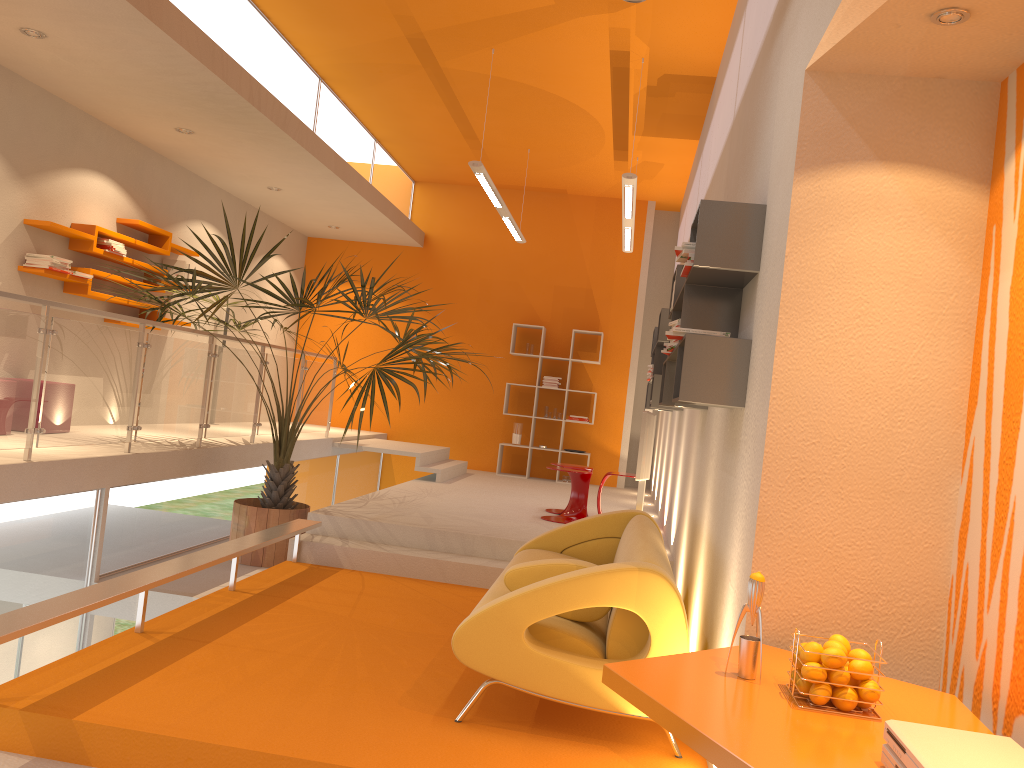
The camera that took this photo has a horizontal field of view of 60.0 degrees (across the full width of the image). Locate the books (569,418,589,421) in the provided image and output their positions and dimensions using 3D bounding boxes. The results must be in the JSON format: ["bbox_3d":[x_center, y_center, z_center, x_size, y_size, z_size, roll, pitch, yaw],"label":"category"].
[{"bbox_3d":[0.877,0.461,11.575,0.254,0.015,0.190,6,-1,3],"label":"books"}]

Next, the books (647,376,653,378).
[{"bbox_3d":[1.377,-0.056,8.252,0.190,0.015,0.254,6,-1,-2],"label":"books"}]

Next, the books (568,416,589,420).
[{"bbox_3d":[0.871,0.446,11.580,0.254,0.015,0.190,6,-1,9],"label":"books"}]

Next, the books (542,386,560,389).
[{"bbox_3d":[0.512,0.045,11.680,0.210,0.013,0.296,6,-1,7],"label":"books"}]

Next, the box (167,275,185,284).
[{"bbox_3d":[-3.318,-1.017,8.566,0.232,0.047,0.232,6,-1,7],"label":"box"}]

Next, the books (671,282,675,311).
[{"bbox_3d":[1.036,-0.491,5.084,0.230,0.169,0.023,6,-1,7],"label":"books"}]

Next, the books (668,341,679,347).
[{"bbox_3d":[0.887,-0.188,4.361,0.190,0.015,0.254,6,-1,-2],"label":"books"}]

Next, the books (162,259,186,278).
[{"bbox_3d":[-3.320,-1.105,8.695,0.230,0.227,0.017,6,-1,7],"label":"books"}]

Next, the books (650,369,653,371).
[{"bbox_3d":[1.384,-0.113,8.243,0.190,0.011,0.268,6,-1,4],"label":"books"}]

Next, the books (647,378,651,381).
[{"bbox_3d":[1.374,-0.031,8.238,0.210,0.013,0.297,6,-1,2],"label":"books"}]

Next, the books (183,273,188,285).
[{"bbox_3d":[-3.322,-1.075,8.763,0.230,0.169,0.027,6,-1,7],"label":"books"}]

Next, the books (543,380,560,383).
[{"bbox_3d":[0.520,-0.025,11.681,0.210,0.013,0.296,6,-1,7],"label":"books"}]

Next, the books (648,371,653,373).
[{"bbox_3d":[1.382,-0.102,8.239,0.210,0.013,0.297,6,-1,2],"label":"books"}]

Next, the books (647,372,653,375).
[{"bbox_3d":[1.390,-0.086,8.241,0.230,0.017,0.227,7,-1,-3],"label":"books"}]

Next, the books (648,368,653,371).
[{"bbox_3d":[1.385,-0.126,8.253,0.190,0.015,0.254,6,-1,-2],"label":"books"}]

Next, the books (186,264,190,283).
[{"bbox_3d":[-3.304,-1.092,8.786,0.207,0.210,0.021,6,-1,7],"label":"books"}]

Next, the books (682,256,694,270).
[{"bbox_3d":[0.818,-0.490,3.671,0.190,0.015,0.254,6,-1,3],"label":"books"}]

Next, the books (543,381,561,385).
[{"bbox_3d":[0.528,-0.010,11.683,0.230,0.017,0.227,6,-1,2],"label":"books"}]

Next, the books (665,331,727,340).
[{"bbox_3d":[0.770,-0.191,3.672,0.254,0.015,0.190,6,-1,14],"label":"books"}]

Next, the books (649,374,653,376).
[{"bbox_3d":[1.375,-0.071,8.245,0.190,0.015,0.254,6,-1,4],"label":"books"}]

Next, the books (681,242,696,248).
[{"bbox_3d":[0.818,-0.553,3.698,0.226,0.017,0.230,6,-1,7],"label":"books"}]

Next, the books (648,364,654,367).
[{"bbox_3d":[1.398,-0.157,8.243,0.230,0.017,0.227,7,-1,-3],"label":"books"}]

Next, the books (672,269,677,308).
[{"bbox_3d":[1.028,-0.523,4.980,0.230,0.227,0.017,6,-1,7],"label":"books"}]

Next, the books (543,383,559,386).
[{"bbox_3d":[0.514,0.005,11.687,0.190,0.015,0.254,6,-1,9],"label":"books"}]

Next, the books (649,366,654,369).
[{"bbox_3d":[1.383,-0.142,8.246,0.190,0.015,0.254,6,-1,4],"label":"books"}]

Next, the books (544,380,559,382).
[{"bbox_3d":[0.523,-0.037,11.685,0.190,0.011,0.268,6,-1,9],"label":"books"}]

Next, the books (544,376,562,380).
[{"bbox_3d":[0.536,-0.080,11.684,0.230,0.017,0.227,6,-1,2],"label":"books"}]

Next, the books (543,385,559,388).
[{"bbox_3d":[0.515,0.034,11.684,0.190,0.011,0.268,6,-1,9],"label":"books"}]

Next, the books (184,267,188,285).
[{"bbox_3d":[-3.317,-1.075,8.734,0.230,0.169,0.027,6,-1,7],"label":"books"}]

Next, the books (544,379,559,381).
[{"bbox_3d":[0.524,-0.050,11.696,0.190,0.015,0.254,6,-1,3],"label":"books"}]

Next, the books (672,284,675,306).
[{"bbox_3d":[1.031,-0.492,5.029,0.230,0.169,0.027,6,-1,7],"label":"books"}]

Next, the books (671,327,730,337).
[{"bbox_3d":[0.778,-0.206,3.684,0.226,0.017,0.230,6,-1,7],"label":"books"}]

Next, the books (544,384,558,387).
[{"bbox_3d":[0.516,0.021,11.694,0.190,0.015,0.254,6,-1,3],"label":"books"}]

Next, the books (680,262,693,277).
[{"bbox_3d":[0.816,-0.465,3.684,0.210,0.013,0.297,6,-1,7],"label":"books"}]

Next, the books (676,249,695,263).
[{"bbox_3d":[0.813,-0.522,3.684,0.230,0.017,0.226,6,-1,2],"label":"books"}]

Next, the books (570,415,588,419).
[{"bbox_3d":[0.868,0.429,11.567,0.227,0.017,0.230,6,-1,2],"label":"books"}]

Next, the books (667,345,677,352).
[{"bbox_3d":[0.884,-0.163,4.347,0.210,0.013,0.297,6,-1,2],"label":"books"}]

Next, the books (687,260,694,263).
[{"bbox_3d":[0.816,-0.477,3.681,0.190,0.011,0.268,6,-1,9],"label":"books"}]

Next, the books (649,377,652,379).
[{"bbox_3d":[1.376,-0.043,8.242,0.190,0.011,0.268,6,-1,4],"label":"books"}]

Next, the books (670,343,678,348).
[{"bbox_3d":[0.886,-0.175,4.351,0.190,0.011,0.268,6,-1,4],"label":"books"}]

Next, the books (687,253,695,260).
[{"bbox_3d":[0.823,-0.504,3.678,0.190,0.015,0.254,6,-1,9],"label":"books"}]

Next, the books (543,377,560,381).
[{"bbox_3d":[0.522,-0.066,11.689,0.190,0.015,0.254,6,-1,9],"label":"books"}]

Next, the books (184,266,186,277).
[{"bbox_3d":[-3.325,-1.105,8.714,0.230,0.227,0.017,6,-1,7],"label":"books"}]

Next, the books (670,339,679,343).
[{"bbox_3d":[0.885,-0.203,4.354,0.190,0.015,0.254,6,-1,4],"label":"books"}]

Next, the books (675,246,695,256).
[{"bbox_3d":[0.810,-0.538,3.686,0.254,0.015,0.190,6,-1,14],"label":"books"}]

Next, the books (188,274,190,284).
[{"bbox_3d":[-3.317,-1.073,8.817,0.230,0.169,0.023,6,-1,7],"label":"books"}]
